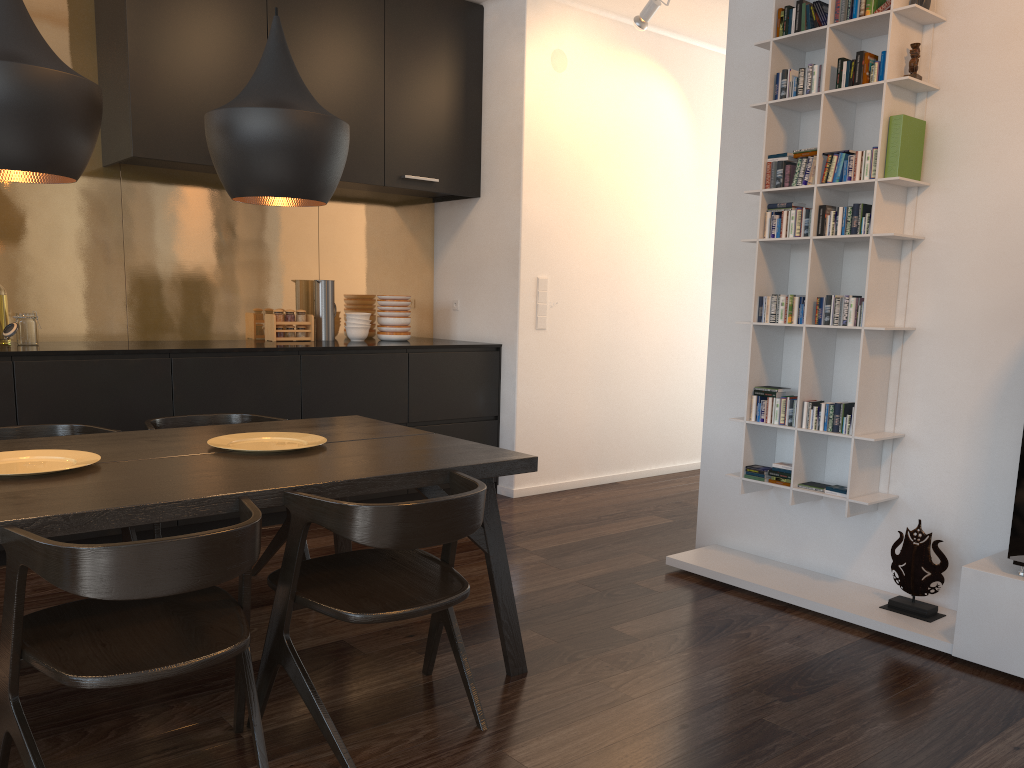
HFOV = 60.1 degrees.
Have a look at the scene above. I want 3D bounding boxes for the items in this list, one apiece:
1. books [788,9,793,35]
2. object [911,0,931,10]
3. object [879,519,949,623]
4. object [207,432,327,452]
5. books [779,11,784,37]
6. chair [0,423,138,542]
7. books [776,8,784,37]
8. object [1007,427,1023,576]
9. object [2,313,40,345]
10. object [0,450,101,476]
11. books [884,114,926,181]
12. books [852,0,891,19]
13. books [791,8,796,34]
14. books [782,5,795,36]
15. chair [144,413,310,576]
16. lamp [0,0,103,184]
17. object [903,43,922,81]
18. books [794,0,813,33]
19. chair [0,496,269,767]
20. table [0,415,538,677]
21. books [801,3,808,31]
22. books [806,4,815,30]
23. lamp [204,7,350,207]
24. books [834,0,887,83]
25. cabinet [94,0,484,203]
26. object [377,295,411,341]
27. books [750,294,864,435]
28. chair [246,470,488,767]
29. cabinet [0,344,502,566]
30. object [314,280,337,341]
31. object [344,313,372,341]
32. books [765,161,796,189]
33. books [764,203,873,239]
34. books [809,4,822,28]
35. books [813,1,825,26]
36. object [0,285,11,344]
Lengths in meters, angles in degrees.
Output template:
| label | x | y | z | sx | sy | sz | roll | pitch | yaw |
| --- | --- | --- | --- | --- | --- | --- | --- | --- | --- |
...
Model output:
| label | x | y | z | sx | sy | sz | roll | pitch | yaw |
| --- | --- | --- | --- | --- | --- | --- | --- | --- | --- |
| books | 1.069 | -1.357 | 3.336 | 0.069 | 0.093 | 0.013 | -5 | 11 | -39 |
| object | 1.409 | -1.326 | 3.045 | 0.064 | 0.102 | 0.059 | 6 | 9 | 27 |
| object | 1.462 | 0.657 | 3.192 | 0.121 | 0.354 | 0.211 | -6 | 11 | -39 |
| object | -0.752 | 0.182 | 2.726 | 0.355 | 0.017 | 0.353 | -2 | 7 | -36 |
| books | 1.045 | -1.361 | 3.364 | 0.069 | 0.093 | 0.013 | -5 | 11 | -39 |
| chair | -1.564 | 0.501 | 2.930 | 0.591 | 0.679 | 0.516 | -5 | 10 | -41 |
| books | 1.038 | -1.370 | 3.376 | 0.068 | 0.108 | 0.016 | -5 | 12 | -39 |
| object | 1.761 | 0.107 | 2.689 | 0.279 | 1.014 | 0.292 | -6 | 12 | -39 |
| object | -2.184 | -0.250 | 3.948 | 0.088 | 0.153 | 0.175 | 6 | 8 | 27 |
| object | -1.267 | 0.209 | 2.305 | 0.354 | 0.017 | 0.353 | 5 | 6 | 31 |
| books | 1.393 | -0.828 | 3.134 | 0.165 | 0.216 | 0.049 | -5 | 11 | -39 |
| books | 1.297 | -1.337 | 3.108 | 0.101 | 0.111 | 0.159 | -5 | 9 | -39 |
| books | 1.079 | -1.356 | 3.326 | 0.069 | 0.093 | 0.013 | -5 | 11 | -39 |
| books | 1.055 | -1.367 | 3.348 | 0.068 | 0.108 | 0.023 | -5 | 11 | -39 |
| chair | -1.094 | 0.477 | 3.313 | 0.591 | 0.679 | 0.516 | -5 | 10 | -40 |
| lamp | -1.223 | -0.783 | 2.146 | 0.409 | 0.547 | 0.407 | 5 | 9 | 26 |
| object | 1.401 | -1.117 | 3.078 | 0.045 | 0.141 | 0.064 | 9 | 12 | 41 |
| books | 1.091 | -1.366 | 3.309 | 0.074 | 0.117 | 0.028 | -5 | 11 | -39 |
| chair | -0.816 | 0.611 | 1.961 | 0.591 | 0.679 | 0.516 | -5 | 10 | -39 |
| table | -1.239 | 0.559 | 2.345 | 2.492 | 0.687 | 1.099 | -3 | 8 | -39 |
| books | 1.105 | -1.357 | 3.291 | 0.074 | 0.100 | 0.019 | -5 | 11 | -39 |
| books | 1.118 | -1.351 | 3.278 | 0.069 | 0.094 | 0.028 | -5 | 11 | -39 |
| lamp | -0.684 | -0.811 | 2.586 | 0.410 | 0.547 | 0.406 | 3 | 8 | 8 |
| books | 1.270 | -1.226 | 3.155 | 0.107 | 0.337 | 0.227 | -6 | 11 | -39 |
| cabinet | -1.070 | -1.598 | 4.647 | 1.949 | 1.062 | 0.527 | -4 | 10 | -39 |
| object | -0.699 | -0.391 | 5.241 | 0.197 | 0.267 | 0.196 | 5 | 9 | 24 |
| books | 1.166 | -0.086 | 3.438 | 0.122 | 0.517 | 0.466 | -6 | 11 | -39 |
| chair | -0.343 | 0.587 | 2.347 | 0.591 | 0.679 | 0.516 | -5 | 10 | -41 |
| cabinet | -2.250 | 0.286 | 3.903 | 5.047 | 0.910 | 0.727 | -3 | 9 | -39 |
| object | -1.054 | -0.419 | 5.044 | 0.164 | 0.343 | 0.113 | -5 | 11 | -36 |
| object | -0.892 | -0.332 | 5.122 | 0.158 | 0.162 | 0.152 | 0 | 8 | -11 |
| books | 1.059 | -0.811 | 3.451 | 0.095 | 0.105 | 0.100 | -5 | 10 | -39 |
| books | 1.183 | -0.611 | 3.352 | 0.122 | 0.114 | 0.464 | -5 | 8 | -40 |
| books | 1.132 | -1.348 | 3.260 | 0.069 | 0.092 | 0.046 | -5 | 11 | -39 |
| books | 1.144 | -1.350 | 3.247 | 0.068 | 0.099 | 0.057 | -5 | 11 | -39 |
| object | -2.336 | -0.355 | 4.011 | 0.091 | 0.343 | 0.091 | 4 | 10 | 17 |
